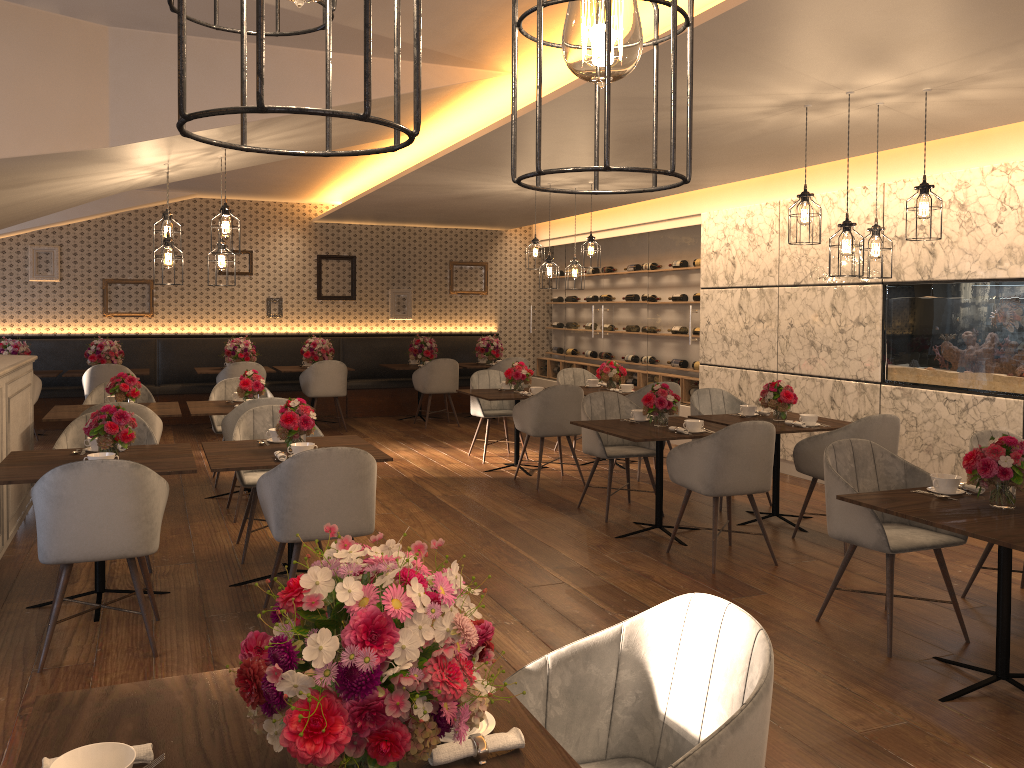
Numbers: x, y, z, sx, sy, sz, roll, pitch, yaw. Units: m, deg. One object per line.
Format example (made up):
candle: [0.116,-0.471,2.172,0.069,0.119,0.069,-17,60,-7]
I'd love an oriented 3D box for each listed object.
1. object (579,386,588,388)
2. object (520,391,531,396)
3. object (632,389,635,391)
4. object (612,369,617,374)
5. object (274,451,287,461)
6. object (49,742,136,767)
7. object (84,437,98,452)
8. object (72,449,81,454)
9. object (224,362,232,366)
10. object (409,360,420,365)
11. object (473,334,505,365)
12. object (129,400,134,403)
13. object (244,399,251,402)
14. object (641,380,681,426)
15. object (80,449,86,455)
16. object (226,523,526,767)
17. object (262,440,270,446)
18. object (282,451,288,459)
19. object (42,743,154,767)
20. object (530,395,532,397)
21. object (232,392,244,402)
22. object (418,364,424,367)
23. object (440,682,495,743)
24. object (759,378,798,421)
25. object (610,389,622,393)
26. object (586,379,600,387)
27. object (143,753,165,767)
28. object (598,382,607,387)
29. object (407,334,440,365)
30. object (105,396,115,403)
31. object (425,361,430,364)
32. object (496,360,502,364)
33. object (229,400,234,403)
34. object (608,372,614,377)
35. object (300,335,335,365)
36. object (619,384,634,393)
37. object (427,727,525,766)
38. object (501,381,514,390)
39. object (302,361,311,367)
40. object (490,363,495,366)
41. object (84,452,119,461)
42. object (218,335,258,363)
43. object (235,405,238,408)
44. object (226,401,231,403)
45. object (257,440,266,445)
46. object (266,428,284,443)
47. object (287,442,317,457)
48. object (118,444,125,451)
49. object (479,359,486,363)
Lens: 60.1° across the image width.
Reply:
object: [0.721,0.026,8.783,0.043,0.015,0.198,-1,5,-18]
object: [0.118,0.086,7.900,0.056,0.039,0.176,-1,5,-22]
object: [1.172,0.066,8.352,0.043,0.015,0.198,-2,5,-26]
object: [0.964,-0.122,8.486,0.048,0.052,0.076,-2,5,-43]
object: [-1.188,0.367,4.534,0.056,0.039,0.176,-1,5,-22]
object: [-0.655,0.626,1.384,0.148,0.072,0.148,2,5,20]
object: [-2.220,0.323,4.769,0.148,0.072,0.148,3,5,35]
object: [-2.318,0.356,4.710,0.043,0.015,0.198,-2,5,-26]
object: [-3.559,-0.241,11.195,0.148,0.072,0.148,2,5,25]
object: [-1.338,-0.304,12.101,0.148,0.072,0.148,2,5,25]
object: [-0.311,-0.475,12.118,0.405,0.424,0.420,2,3,21]
object: [-2.992,0.145,6.961,0.056,0.039,0.176,-1,5,-22]
object: [-1.959,0.156,6.725,0.148,0.072,0.148,3,5,35]
object: [1.006,0.129,5.942,0.305,0.301,0.234,-3,4,-45]
object: [-2.283,0.361,4.717,0.022,0.004,0.211,-2,5,-22]
object: [-0.231,0.445,1.454,0.420,0.424,0.406,-2,4,-34]
object: [-1.408,0.337,5.074,0.022,0.004,0.211,-2,5,-22]
object: [-1.159,0.372,4.556,0.025,0.024,0.193,-1,5,-22]
object: [-0.698,0.633,1.490,0.175,0.039,0.056,-2,4,-22]
object: [0.146,0.091,7.922,0.025,0.024,0.193,-1,5,-22]
object: [-2.222,0.106,7.275,0.148,0.072,0.148,3,5,35]
object: [-1.180,-0.235,11.509,0.056,0.039,0.176,-1,5,-22]
object: [-0.105,0.607,1.648,0.148,0.072,0.148,2,5,20]
object: [1.899,0.106,6.275,0.234,0.301,0.306,-1,3,-20]
object: [0.969,0.062,8.247,0.056,0.039,0.176,-1,5,-22]
object: [0.811,-0.008,8.840,0.148,0.072,0.148,-4,6,-45]
object: [-0.676,0.643,1.462,0.192,0.024,0.025,-2,4,-22]
object: [0.916,0.006,8.884,0.056,0.039,0.176,-1,5,-22]
object: [-1.176,-0.449,11.753,0.405,0.424,0.421,2,3,20]
object: [-3.097,0.131,6.917,0.148,0.072,0.148,3,5,35]
object: [-1.074,-0.255,11.552,0.148,0.072,0.148,2,5,20]
object: [-0.147,-0.281,11.930,0.148,0.072,0.148,2,5,25]
object: [-2.285,0.145,7.222,0.022,0.004,0.211,-2,5,-22]
object: [0.938,-0.092,8.489,0.049,0.052,0.078,0,4,-12]
object: [-2.462,-0.412,11.214,0.420,0.424,0.406,-1,3,-20]
object: [1.074,0.042,8.290,0.148,0.072,0.148,-4,6,-45]
object: [-0.061,0.633,1.543,0.175,0.039,0.056,-2,4,-22]
object: [-0.040,0.016,8.493,0.148,0.072,0.148,-4,6,-45]
object: [-2.660,-0.267,11.561,0.148,0.072,0.148,2,5,25]
object: [-0.252,-0.261,11.887,0.056,0.039,0.176,-1,5,-22]
object: [-1.957,0.372,4.220,0.148,0.072,0.148,3,5,35]
object: [-3.363,-0.394,10.954,0.405,0.424,0.420,2,3,21]
object: [-2.065,0.176,6.682,0.056,0.039,0.176,-1,5,-22]
object: [-2.320,0.140,7.215,0.043,0.015,0.198,-2,5,-26]
object: [-1.443,0.331,5.067,0.043,0.015,0.198,-2,5,-26]
object: [-1.345,0.298,5.127,0.148,0.072,0.148,3,5,35]
object: [-1.082,0.347,4.577,0.148,0.072,0.148,3,5,35]
object: [-2.115,0.337,4.813,0.056,0.039,0.176,-1,5,-22]
object: [-0.410,-0.330,12.480,0.148,0.072,0.148,2,5,20]
